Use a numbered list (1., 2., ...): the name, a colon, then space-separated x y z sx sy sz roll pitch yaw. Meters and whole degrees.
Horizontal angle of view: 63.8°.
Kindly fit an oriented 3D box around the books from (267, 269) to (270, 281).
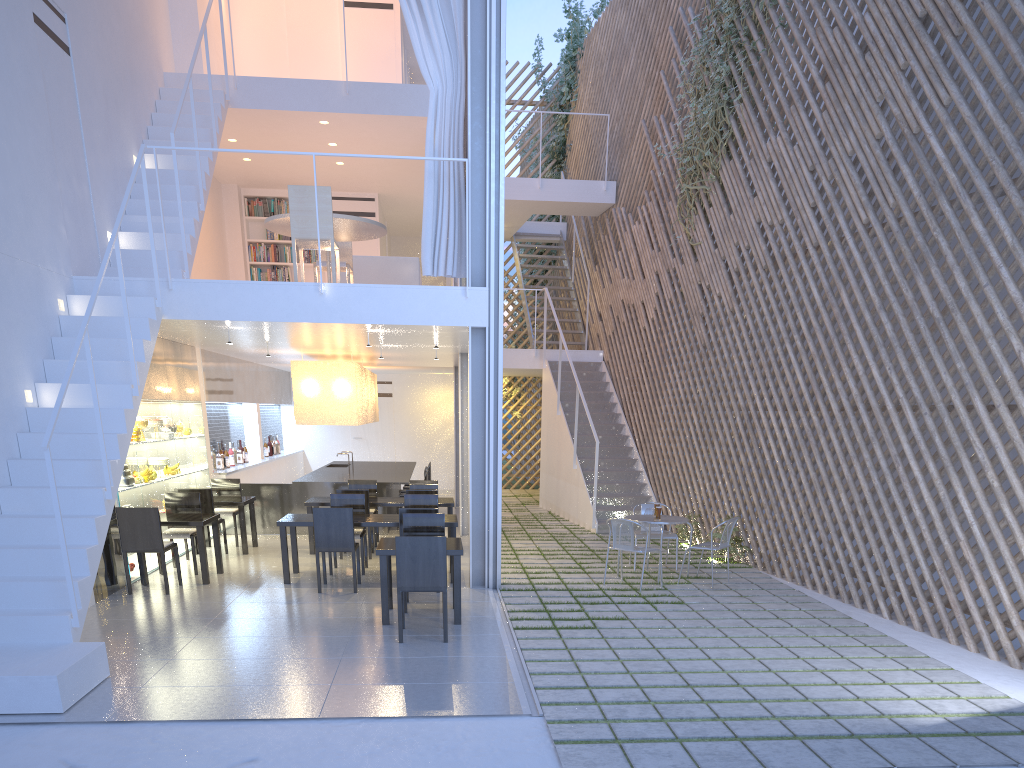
1. books: -2.086 -0.918 7.088 0.021 0.133 0.084 -1 12 -5

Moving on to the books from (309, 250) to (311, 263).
1. books: -1.727 -1.100 7.064 0.015 0.153 0.072 -1 14 -5

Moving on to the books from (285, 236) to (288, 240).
1. books: -1.914 -1.263 7.009 0.040 0.109 0.057 -1 13 -5

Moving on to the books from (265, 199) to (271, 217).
1. books: -2.048 -1.468 6.919 0.024 0.156 0.076 -1 14 -5

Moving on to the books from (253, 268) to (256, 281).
1. books: -2.204 -0.923 7.076 0.015 0.138 0.087 -1 12 -5

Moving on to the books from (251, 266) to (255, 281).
1. books: -2.219 -0.930 7.075 0.015 0.153 0.081 -1 13 -5

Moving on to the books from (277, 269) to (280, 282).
1. books: -2.003 -0.917 7.095 0.015 0.133 0.085 -1 12 -5

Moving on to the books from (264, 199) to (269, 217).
1. books: -2.057 -1.469 6.919 0.024 0.156 0.076 -1 14 -5

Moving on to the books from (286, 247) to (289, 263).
1. books: -1.911 -1.097 7.043 0.015 0.138 0.087 -1 12 -5

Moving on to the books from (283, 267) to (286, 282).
1. books: -1.957 -0.927 7.097 0.009 0.157 0.082 -1 13 -5

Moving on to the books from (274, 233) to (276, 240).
1. books: -2.025 -0.538 5.604 0.037 1.742 3.351 1 2 0

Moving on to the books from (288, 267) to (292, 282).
1. books: -1.915 -0.926 7.103 0.020 0.156 0.076 -1 14 -5

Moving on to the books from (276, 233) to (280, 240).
1. books: -2.035 -0.518 5.616 0.030 1.777 3.344 1 3 1

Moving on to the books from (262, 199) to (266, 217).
1. books: -2.075 -1.469 6.917 0.024 0.156 0.076 -1 14 -5

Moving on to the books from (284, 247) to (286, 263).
1. books: -1.937 -1.095 7.042 0.006 0.133 0.087 -1 12 -5

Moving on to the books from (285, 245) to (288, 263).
1. books: -1.927 -1.104 7.043 0.015 0.153 0.081 -1 13 -5

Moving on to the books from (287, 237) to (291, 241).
1. books: -1.892 -1.263 7.010 0.040 0.109 0.057 -1 13 -5

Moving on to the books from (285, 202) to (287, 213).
1. books: -1.896 -1.456 6.932 0.015 0.133 0.085 -1 12 -5

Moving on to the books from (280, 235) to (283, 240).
1. books: -1.957 -1.264 7.006 0.040 0.109 0.057 -1 13 -5

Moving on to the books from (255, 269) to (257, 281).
1. books: -2.193 -0.919 7.081 0.006 0.130 0.083 -1 12 -5

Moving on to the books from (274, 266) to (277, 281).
1. books: -2.032 -0.932 7.092 0.011 0.165 0.075 -1 14 -5

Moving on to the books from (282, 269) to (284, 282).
1. books: -1.965 -0.919 7.096 0.005 0.138 0.087 -1 12 -5

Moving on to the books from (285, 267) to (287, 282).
1. books: -1.941 -0.924 7.099 0.010 0.152 0.081 -1 13 -5

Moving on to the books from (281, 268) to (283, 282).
1. books: -1.972 -0.922 7.095 0.008 0.145 0.087 -1 12 -5

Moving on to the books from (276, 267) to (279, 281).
1. books: -2.019 -0.926 7.097 0.015 0.153 0.072 -1 14 -5

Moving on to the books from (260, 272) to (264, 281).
1. books: -2.151 -0.906 7.101 0.021 0.106 0.057 -1 13 -5

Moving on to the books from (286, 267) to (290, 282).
1. books: -1.930 -0.926 7.101 0.011 0.156 0.079 -1 14 -5

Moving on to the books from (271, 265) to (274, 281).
1. books: -2.053 -0.932 7.088 0.015 0.164 0.080 -1 14 -5

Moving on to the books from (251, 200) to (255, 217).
1. books: -2.173 -1.463 6.917 0.021 0.141 0.064 -1 14 -5

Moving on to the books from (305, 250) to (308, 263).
1. books: -1.760 -1.107 7.056 0.015 0.164 0.080 -1 14 -5

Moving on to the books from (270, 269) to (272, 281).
1. books: -2.068 -0.919 7.091 0.015 0.136 0.081 -1 13 -5

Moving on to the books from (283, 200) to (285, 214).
1. books: -1.908 -1.461 6.928 0.008 0.145 0.087 -1 12 -5

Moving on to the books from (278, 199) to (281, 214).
1. books: -1.953 -1.465 6.926 0.010 0.152 0.081 -1 13 -5

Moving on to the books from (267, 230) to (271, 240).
1. books: -2.038 -0.537 5.619 0.027 1.738 3.314 0 3 -1

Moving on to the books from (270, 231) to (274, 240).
1. books: -2.035 -0.521 5.598 0.039 1.772 3.369 1 3 0

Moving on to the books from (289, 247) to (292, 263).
1. books: -1.892 -1.097 7.044 0.007 0.138 0.088 -1 12 -5

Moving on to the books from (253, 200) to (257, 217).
1. books: -2.152 -1.463 6.919 0.021 0.141 0.064 -1 14 -5

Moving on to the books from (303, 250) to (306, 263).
1. books: -1.776 -1.093 7.058 0.015 0.136 0.081 -1 13 -5

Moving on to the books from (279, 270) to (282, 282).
1. books: -1.986 -0.915 7.100 0.018 0.130 0.078 -1 13 -5

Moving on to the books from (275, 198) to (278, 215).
1. books: -1.973 -1.471 6.923 0.015 0.164 0.080 -1 14 -5

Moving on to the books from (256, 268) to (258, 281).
1. books: -2.185 -0.922 7.077 0.007 0.138 0.088 -1 12 -5

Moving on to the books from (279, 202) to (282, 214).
1. books: -1.938 -1.455 6.932 0.018 0.130 0.078 -1 13 -5

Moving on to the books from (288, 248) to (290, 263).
1. books: -1.900 -1.093 7.048 0.006 0.130 0.083 -1 12 -5

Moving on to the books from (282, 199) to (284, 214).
1. books: -1.918 -1.467 6.928 0.009 0.157 0.082 -1 13 -5

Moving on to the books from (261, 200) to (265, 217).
1. books: -2.089 -1.461 6.913 0.007 0.138 0.088 -1 12 -5

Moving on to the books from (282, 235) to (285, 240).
1. books: -1.936 -1.263 7.006 0.040 0.109 0.057 -1 13 -5

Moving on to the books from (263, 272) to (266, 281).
1. books: -2.130 -0.906 7.102 0.021 0.106 0.057 -1 13 -5

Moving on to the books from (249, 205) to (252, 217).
1. books: -2.196 -1.447 6.924 0.021 0.106 0.057 -1 13 -5

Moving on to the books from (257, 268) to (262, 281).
1. books: -2.172 -0.923 7.090 0.021 0.141 0.064 -1 14 -5

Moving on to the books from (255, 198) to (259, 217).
1. books: -2.134 -1.470 6.911 0.011 0.156 0.079 -1 14 -5

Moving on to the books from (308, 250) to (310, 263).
1. books: -1.740 -1.106 7.060 0.011 0.165 0.075 -1 14 -5

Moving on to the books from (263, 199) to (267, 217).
1. books: -2.066 -1.469 6.918 0.024 0.156 0.076 -1 14 -5

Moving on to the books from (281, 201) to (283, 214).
1. books: -1.925 -1.458 6.927 0.005 0.138 0.087 -1 12 -5

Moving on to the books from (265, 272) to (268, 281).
1. books: -2.109 -0.905 7.104 0.021 0.106 0.057 -1 13 -5
